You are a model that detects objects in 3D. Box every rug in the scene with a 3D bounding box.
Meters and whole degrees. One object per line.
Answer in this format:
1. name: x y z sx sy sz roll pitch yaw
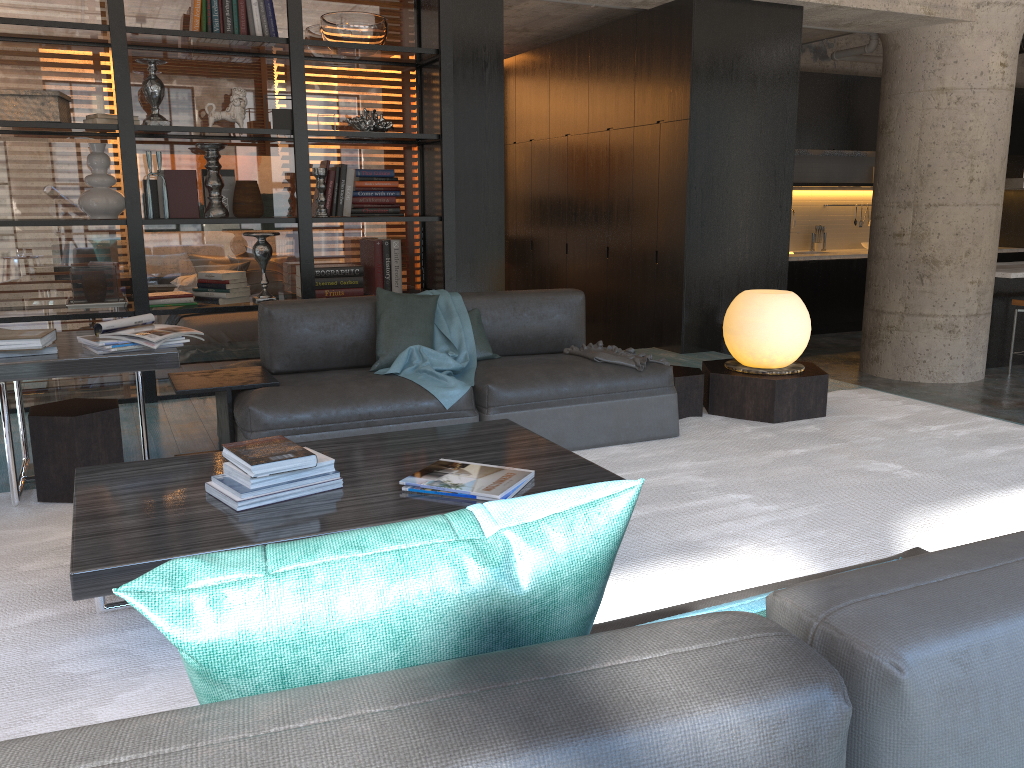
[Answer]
1. rug: -0.718 0.624 2.544 7.768 0.032 2.954 -6 13 -24

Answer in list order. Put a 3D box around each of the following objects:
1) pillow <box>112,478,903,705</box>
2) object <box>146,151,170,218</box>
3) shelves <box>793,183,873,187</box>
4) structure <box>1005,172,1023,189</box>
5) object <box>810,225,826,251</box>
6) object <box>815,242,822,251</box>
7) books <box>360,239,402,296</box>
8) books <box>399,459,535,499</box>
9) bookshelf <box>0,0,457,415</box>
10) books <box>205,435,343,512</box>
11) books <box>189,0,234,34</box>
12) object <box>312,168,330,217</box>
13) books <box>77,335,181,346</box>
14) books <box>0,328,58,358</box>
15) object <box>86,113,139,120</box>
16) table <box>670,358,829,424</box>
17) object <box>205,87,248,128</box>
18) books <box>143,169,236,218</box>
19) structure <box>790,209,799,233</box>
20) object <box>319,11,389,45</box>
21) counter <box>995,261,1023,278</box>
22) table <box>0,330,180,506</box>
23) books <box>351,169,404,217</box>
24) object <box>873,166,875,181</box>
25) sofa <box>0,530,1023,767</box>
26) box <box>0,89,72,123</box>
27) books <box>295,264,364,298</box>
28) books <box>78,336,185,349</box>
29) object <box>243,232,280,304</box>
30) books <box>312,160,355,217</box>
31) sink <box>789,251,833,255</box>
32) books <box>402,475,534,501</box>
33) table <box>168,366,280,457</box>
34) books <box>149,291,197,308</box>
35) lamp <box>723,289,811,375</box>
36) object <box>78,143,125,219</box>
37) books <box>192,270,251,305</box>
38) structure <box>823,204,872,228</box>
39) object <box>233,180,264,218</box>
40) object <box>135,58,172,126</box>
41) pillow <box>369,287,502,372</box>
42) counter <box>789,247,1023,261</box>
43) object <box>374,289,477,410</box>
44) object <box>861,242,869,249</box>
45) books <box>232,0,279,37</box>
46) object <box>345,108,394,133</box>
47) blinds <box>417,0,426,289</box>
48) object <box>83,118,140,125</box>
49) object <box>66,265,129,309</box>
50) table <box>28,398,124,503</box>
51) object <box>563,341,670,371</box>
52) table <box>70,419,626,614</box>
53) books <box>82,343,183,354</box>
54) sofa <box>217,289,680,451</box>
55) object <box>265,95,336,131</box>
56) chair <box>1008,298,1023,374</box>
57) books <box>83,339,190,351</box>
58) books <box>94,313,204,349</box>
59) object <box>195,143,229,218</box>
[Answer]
1. pillow: 0.089 0.304 1.140 1.042 0.466 0.349 -3 12 -14
2. object: -2.140 -1.197 5.337 0.121 0.395 0.062 -5 12 -22
3. shelves: 4.703 -2.633 11.748 4.362 0.043 0.403 -6 13 -24
4. structure: 5.988 -3.005 8.818 3.117 2.100 0.538 -6 13 -24
5. object: 4.032 -1.920 11.654 0.291 0.336 0.060 -7 13 -30
6. object: 3.985 -1.786 11.545 0.092 0.117 0.092 3 12 14
7. books: -0.880 -0.789 5.967 0.191 0.362 0.277 -7 13 -29
8. books: -0.129 0.276 2.616 0.318 0.011 0.252 5 13 24
9. bookshelf: -1.812 -1.242 5.352 2.900 2.571 0.628 -6 13 -24
10. books: -0.704 0.244 2.576 0.322 0.116 0.279 -10 15 -39
11. books: -1.758 -2.155 5.155 0.231 0.290 0.216 -6 13 -24
12. object: -1.190 -1.192 5.525 0.099 0.301 0.099 -7 13 -30
13. books: -1.533 -0.188 3.554 0.318 0.011 0.252 -11 16 -42
14. books: -1.909 -0.154 3.388 0.320 0.075 0.278 -4 12 -20
15. object: -2.245 -1.495 4.984 0.166 0.024 0.227 11 16 43
16. table: 1.231 0.036 4.835 1.044 0.230 0.616 -6 13 -24
17. object: -1.747 -1.683 5.428 0.252 0.280 0.131 -4 12 -17
18. books: -1.999 -1.190 5.535 0.547 0.299 0.147 -6 13 -25
19. structure: 3.537 -1.948 11.238 0.125 0.559 0.269 -6 13 -24
20. object: -1.003 -2.216 5.648 0.434 0.217 0.430 -5 12 -22
21. counter: 5.856 -1.216 9.134 3.500 0.046 1.000 -6 13 -24
22. table: -1.824 0.114 3.692 0.800 0.570 0.800 -6 13 -24
23. books: -0.943 -1.276 5.928 0.378 0.303 0.303 -5 13 -23
24. object: 5.085 -2.806 11.875 0.462 0.240 0.334 -6 13 -27
25. sofa: 0.217 0.546 1.229 2.063 0.680 1.019 -6 13 -24
26. box: -2.578 -1.489 4.795 0.312 0.157 0.306 -3 12 -15
27. books: -1.207 -0.682 5.861 0.393 0.197 0.274 -6 13 -24
28. books: -1.525 -0.178 3.558 0.252 0.011 0.318 10 15 41
29. object: -1.518 -0.709 5.419 0.218 0.433 0.218 -8 14 -32
30. books: -1.158 -1.257 5.712 0.256 0.354 0.216 -6 13 -24
31. sink: 3.597 -1.584 11.168 0.890 0.134 0.458 -6 13 -24
32. books: -0.124 0.288 2.611 0.318 0.011 0.252 4 12 19
33. table: -1.260 0.162 3.894 0.413 0.390 0.420 -6 13 -24
34. books: -2.093 -0.511 5.359 0.319 0.068 0.231 -8 14 -33
35. lamp: 1.388 -0.296 4.840 0.462 0.417 0.462 0 12 3
36. object: -2.417 -1.190 5.212 0.265 0.432 0.265 4 12 19
37. books: -1.798 -0.602 5.498 0.306 0.188 0.257 6 13 29
38. structure: 4.641 -2.271 11.976 1.171 0.315 0.074 -6 13 -24
39. object: -1.660 -1.159 5.567 0.190 0.230 0.189 4 12 20
40. object: -2.106 -1.695 5.217 0.178 0.394 0.180 -7 13 -30
41. pillow: -0.363 -0.256 4.174 0.670 0.393 0.320 -4 12 -18
42. counter: 4.827 -1.684 11.677 4.360 0.142 1.000 -6 13 -24
43. object: -0.383 -0.203 4.219 0.444 0.438 0.985 0 12 1
44. object: 4.888 -1.819 11.756 0.490 0.093 0.490 -6 13 -27
45. books: -1.533 -2.180 5.254 0.258 0.298 0.221 -6 13 -24
46. object: -0.928 -1.709 5.795 0.322 0.177 0.323 -6 13 -24
47. blinds: -1.967 -1.119 5.704 2.915 3.160 0.136 -6 13 -24
48. object: -2.246 -1.465 4.980 0.179 0.034 0.243 10 16 42
49. object: -2.494 -0.584 5.315 0.335 0.231 0.284 -6 13 -24
50. table: -1.723 0.257 3.528 0.316 0.340 0.365 8 14 34
51. object: 0.531 -0.106 4.404 0.429 0.185 0.433 -7 13 -28
52. table: -0.505 0.430 2.733 1.500 0.309 0.900 -6 13 -24
53. books: -1.520 -0.156 3.554 0.318 0.011 0.252 -9 15 -37
54. sofa: -0.314 -0.078 4.288 2.063 0.680 1.019 -6 13 -24
55. object: -1.284 -1.636 5.384 0.409 0.200 0.200 -3 12 -15
56. chair: 4.909 -0.419 8.135 0.450 0.698 0.450 -6 13 -24
57. books: -1.506 -0.168 3.559 0.252 0.011 0.318 10 15 41
58. books: -1.461 -0.209 3.586 0.273 0.109 0.322 3 12 15
59. object: -1.828 -1.245 5.444 0.192 0.447 0.191 5 12 22
